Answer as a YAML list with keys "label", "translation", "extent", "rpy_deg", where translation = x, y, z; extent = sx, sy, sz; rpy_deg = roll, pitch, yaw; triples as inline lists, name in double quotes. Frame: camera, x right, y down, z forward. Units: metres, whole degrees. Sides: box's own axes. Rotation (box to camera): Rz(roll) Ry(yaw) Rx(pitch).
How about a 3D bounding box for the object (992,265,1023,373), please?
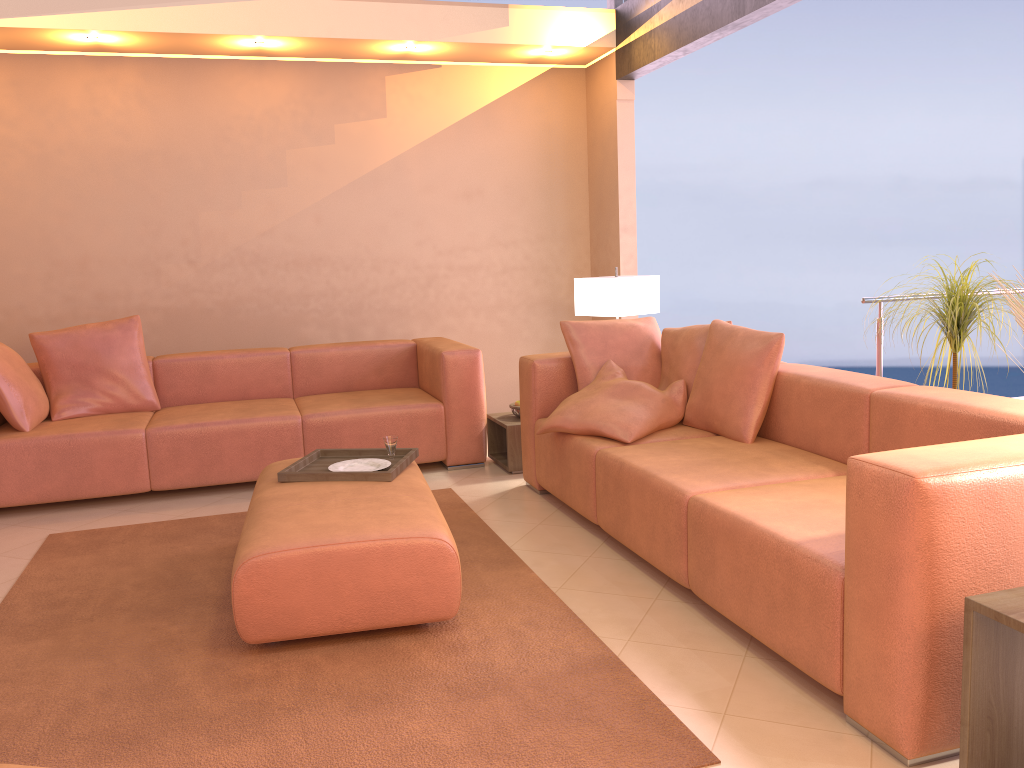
- label: "object"
  translation: [1.214, 0.104, 1.535]
  extent: [0.700, 0.634, 0.703]
  rpy_deg: [2, 9, 29]

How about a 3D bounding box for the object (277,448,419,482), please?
- label: "object"
  translation: [-0.627, 0.313, 3.469]
  extent: [0.436, 0.034, 0.421]
  rpy_deg: [-1, 8, 8]

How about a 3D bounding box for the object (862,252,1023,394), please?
- label: "object"
  translation: [1.832, 0.006, 3.678]
  extent: [0.703, 1.088, 0.729]
  rpy_deg: [5, 11, 41]

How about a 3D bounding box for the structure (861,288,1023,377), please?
- label: "structure"
  translation: [2.973, 0.062, 2.329]
  extent: [1.663, 0.541, 4.176]
  rpy_deg: [-5, 8, -17]

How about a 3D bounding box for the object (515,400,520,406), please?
- label: "object"
  translation: [0.040, 0.115, 4.879]
  extent: [0.045, 0.047, 0.055]
  rpy_deg: [-9, 10, -39]

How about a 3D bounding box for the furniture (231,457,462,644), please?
- label: "furniture"
  translation: [-0.614, 0.512, 3.235]
  extent: [0.685, 0.301, 1.291]
  rpy_deg: [-4, 8, -12]

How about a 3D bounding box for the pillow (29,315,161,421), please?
- label: "pillow"
  translation: [-2.269, -0.094, 4.826]
  extent: [0.582, 0.528, 0.302]
  rpy_deg: [-8, 10, -33]

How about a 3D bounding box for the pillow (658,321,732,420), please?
- label: "pillow"
  translation: [0.796, -0.067, 4.008]
  extent: [0.255, 0.446, 0.492]
  rpy_deg: [-8, 10, -33]

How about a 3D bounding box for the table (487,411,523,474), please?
- label: "table"
  translation: [0.357, 0.292, 5.011]
  extent: [0.918, 0.268, 0.412]
  rpy_deg: [-5, 8, -17]

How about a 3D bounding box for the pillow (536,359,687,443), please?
- label: "pillow"
  translation: [0.442, 0.067, 3.868]
  extent: [0.517, 0.292, 0.514]
  rpy_deg: [5, 11, 42]

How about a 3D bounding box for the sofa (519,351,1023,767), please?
- label: "sofa"
  translation: [0.878, 0.308, 3.296]
  extent: [0.943, 0.672, 2.781]
  rpy_deg: [-5, 8, -17]

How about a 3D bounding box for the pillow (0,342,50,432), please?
- label: "pillow"
  translation: [-2.578, 0.000, 4.542]
  extent: [0.335, 0.486, 0.554]
  rpy_deg: [-5, 9, -20]

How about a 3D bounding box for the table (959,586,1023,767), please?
- label: "table"
  translation: [1.152, 0.640, 1.587]
  extent: [0.415, 0.436, 0.469]
  rpy_deg: [-5, 8, -17]

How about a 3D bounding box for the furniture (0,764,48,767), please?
- label: "furniture"
  translation: [-0.979, 0.890, 1.508]
  extent: [0.659, 0.226, 0.699]
  rpy_deg: [0, 8, 13]

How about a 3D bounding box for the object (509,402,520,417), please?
- label: "object"
  translation: [0.104, 0.145, 4.909]
  extent: [0.235, 0.071, 0.235]
  rpy_deg: [-6, 9, -25]

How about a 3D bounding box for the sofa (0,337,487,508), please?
- label: "sofa"
  translation: [-1.584, 0.177, 4.923]
  extent: [2.781, 0.672, 0.943]
  rpy_deg: [-5, 8, -17]

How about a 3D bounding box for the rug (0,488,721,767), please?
- label: "rug"
  translation: [-0.795, 0.758, 2.965]
  extent: [1.833, 0.005, 2.626]
  rpy_deg: [-5, 8, -17]

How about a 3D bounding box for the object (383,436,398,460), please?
- label: "object"
  translation: [-0.487, 0.260, 3.576]
  extent: [0.061, 0.091, 0.061]
  rpy_deg: [-7, 9, -32]

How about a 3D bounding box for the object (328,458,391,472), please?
- label: "object"
  translation: [-0.586, 0.322, 3.416]
  extent: [0.240, 0.018, 0.240]
  rpy_deg: [4, 10, 37]

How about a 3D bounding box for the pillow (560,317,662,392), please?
- label: "pillow"
  translation: [0.529, -0.082, 4.238]
  extent: [0.519, 0.455, 0.314]
  rpy_deg: [-5, 9, -20]

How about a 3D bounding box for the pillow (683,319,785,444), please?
- label: "pillow"
  translation: [0.908, -0.017, 3.636]
  extent: [0.211, 0.468, 0.470]
  rpy_deg: [-5, 9, -21]

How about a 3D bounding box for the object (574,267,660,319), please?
- label: "object"
  translation: [0.603, -0.264, 5.056]
  extent: [0.344, 0.799, 0.344]
  rpy_deg: [-9, 10, -38]
